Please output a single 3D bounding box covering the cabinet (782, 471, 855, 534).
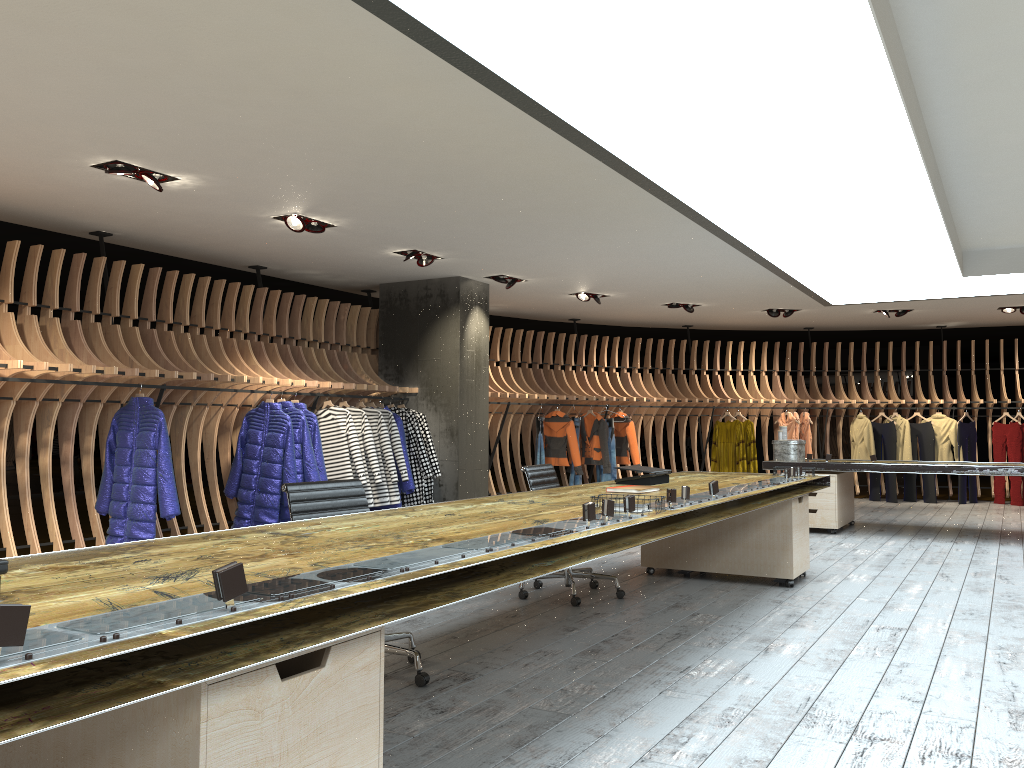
[{"bbox_3d":[3.440,1.299,9.947,0.593,0.631,1.131,-2,-4,29],"label":"cabinet"}]

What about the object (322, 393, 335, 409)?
[{"bbox_3d":[-1.805,0.241,8.782,0.517,0.313,0.012,-2,-4,29],"label":"object"}]

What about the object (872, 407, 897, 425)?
[{"bbox_3d":[5.694,0.490,13.641,0.012,0.270,0.524,2,-3,-25],"label":"object"}]

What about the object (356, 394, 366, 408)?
[{"bbox_3d":[-1.560,0.263,9.215,0.517,0.313,0.012,-2,-4,29],"label":"object"}]

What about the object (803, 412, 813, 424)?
[{"bbox_3d":[4.524,0.487,13.699,0.012,0.270,0.524,1,-3,-5],"label":"object"}]

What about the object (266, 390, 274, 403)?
[{"bbox_3d":[-2.229,0.201,8.124,0.523,0.293,0.012,-2,-4,29],"label":"object"}]

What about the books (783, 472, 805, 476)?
[{"bbox_3d":[2.165,0.685,6.793,0.155,0.025,0.110,-1,-3,24],"label":"books"}]

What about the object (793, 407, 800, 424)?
[{"bbox_3d":[4.361,0.486,13.706,0.012,0.270,0.524,0,-3,-1],"label":"object"}]

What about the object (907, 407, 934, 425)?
[{"bbox_3d":[6.189,0.487,13.547,0.012,0.270,0.525,3,-4,-35],"label":"object"}]

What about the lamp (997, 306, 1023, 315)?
[{"bbox_3d":[6.927,-1.084,12.135,0.492,0.296,0.269,-1,-4,23],"label":"lamp"}]

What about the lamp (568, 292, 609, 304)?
[{"bbox_3d":[0.975,-1.153,11.152,0.492,0.296,0.269,3,-4,-41],"label":"lamp"}]

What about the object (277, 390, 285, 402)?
[{"bbox_3d":[-2.131,0.202,8.230,0.523,0.291,0.012,-2,-4,29],"label":"object"}]

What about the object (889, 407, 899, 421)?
[{"bbox_3d":[5.891,0.491,13.620,0.012,0.270,0.524,1,-3,-15],"label":"object"}]

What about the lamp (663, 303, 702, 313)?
[{"bbox_3d":[2.297,-1.107,12.025,0.492,0.293,0.269,2,-4,-28],"label":"lamp"}]

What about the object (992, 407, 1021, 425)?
[{"bbox_3d":[7.353,0.473,13.190,0.012,0.270,0.524,1,-3,-15],"label":"object"}]

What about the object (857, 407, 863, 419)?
[{"bbox_3d":[5.387,0.492,13.681,0.012,0.270,0.524,1,-3,-5],"label":"object"}]

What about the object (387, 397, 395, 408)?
[{"bbox_3d":[-1.299,0.297,9.682,0.516,0.317,0.012,-2,-4,29],"label":"object"}]

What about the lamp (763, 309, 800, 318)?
[{"bbox_3d":[3.806,-1.075,12.523,0.492,0.298,0.269,1,-3,-10],"label":"lamp"}]

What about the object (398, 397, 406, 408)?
[{"bbox_3d":[-1.209,0.304,9.847,0.517,0.313,0.012,-2,-4,29],"label":"object"}]

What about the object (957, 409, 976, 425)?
[{"bbox_3d":[6.854,0.478,13.375,0.525,0.270,0.012,2,-4,-35],"label":"object"}]

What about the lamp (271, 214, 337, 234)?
[{"bbox_3d":[-1.687,-1.361,7.222,0.269,0.286,0.492,-2,-4,29],"label":"lamp"}]

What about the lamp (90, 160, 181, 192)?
[{"bbox_3d":[-2.472,-1.428,5.836,0.269,0.294,0.492,-2,-4,29],"label":"lamp"}]

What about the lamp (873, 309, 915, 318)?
[{"bbox_3d":[5.395,-1.075,12.542,0.492,0.284,0.269,0,-3,10],"label":"lamp"}]

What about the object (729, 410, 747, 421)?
[{"bbox_3d":[3.470,0.481,13.587,0.012,0.270,0.525,2,-4,-30],"label":"object"}]

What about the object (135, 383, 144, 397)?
[{"bbox_3d":[-2.900,0.125,6.907,0.525,0.270,0.012,-1,-4,29],"label":"object"}]

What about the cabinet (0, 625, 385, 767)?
[{"bbox_3d":[-0.944,0.904,2.210,1.131,0.631,0.593,-2,-4,29],"label":"cabinet"}]

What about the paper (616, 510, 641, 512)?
[{"bbox_3d":[0.505,0.548,3.860,0.176,0.004,0.130,-2,-3,34],"label":"paper"}]

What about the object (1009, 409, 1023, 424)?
[{"bbox_3d":[7.504,0.470,13.120,0.012,0.270,0.524,0,-3,-1],"label":"object"}]

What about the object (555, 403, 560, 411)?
[{"bbox_3d":[0.627,0.401,12.253,0.525,0.270,0.012,-3,-5,44],"label":"object"}]

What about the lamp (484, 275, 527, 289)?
[{"bbox_3d":[-0.067,-1.218,9.960,0.269,0.292,0.492,-2,-4,36],"label":"lamp"}]

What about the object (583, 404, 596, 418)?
[{"bbox_3d":[1.111,0.422,12.595,0.012,0.270,0.525,3,-4,-40],"label":"object"}]

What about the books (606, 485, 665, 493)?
[{"bbox_3d":[0.711,0.603,5.090,0.213,0.026,0.365,-1,-3,30],"label":"books"}]

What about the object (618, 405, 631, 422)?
[{"bbox_3d":[1.571,0.435,12.882,0.012,0.270,0.525,2,-4,-30],"label":"object"}]

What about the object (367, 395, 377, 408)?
[{"bbox_3d":[-1.472,0.271,9.370,0.517,0.313,0.012,-2,-4,29],"label":"object"}]

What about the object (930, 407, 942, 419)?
[{"bbox_3d":[6.493,0.484,13.487,0.012,0.270,0.525,3,-4,-35],"label":"object"}]

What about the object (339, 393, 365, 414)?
[{"bbox_3d":[-1.689,0.251,8.987,0.517,0.313,0.012,-2,-4,29],"label":"object"}]

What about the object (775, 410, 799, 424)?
[{"bbox_3d":[4.242,0.485,13.696,0.012,0.270,0.524,2,-3,-25],"label":"object"}]

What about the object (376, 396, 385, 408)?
[{"bbox_3d":[-1.425,0.261,9.573,0.525,0.270,0.012,-1,-4,29],"label":"object"}]

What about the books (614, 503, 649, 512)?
[{"bbox_3d":[0.508,0.535,3.855,0.155,0.025,0.110,-1,-3,24],"label":"books"}]

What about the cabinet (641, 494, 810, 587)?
[{"bbox_3d":[1.616,1.135,6.733,1.131,0.631,0.593,-2,-4,29],"label":"cabinet"}]

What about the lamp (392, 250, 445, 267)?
[{"bbox_3d":[-0.903,-1.287,8.606,0.269,0.292,0.492,-2,-4,29],"label":"lamp"}]

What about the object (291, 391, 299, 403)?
[{"bbox_3d":[-2.057,0.201,8.394,0.525,0.270,0.012,-1,-4,29],"label":"object"}]

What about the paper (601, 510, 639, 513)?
[{"bbox_3d":[0.491,0.552,3.863,0.176,0.003,0.130,-1,-3,28],"label":"paper"}]

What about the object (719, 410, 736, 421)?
[{"bbox_3d":[3.293,0.478,13.541,0.012,0.270,0.525,2,-4,-30],"label":"object"}]

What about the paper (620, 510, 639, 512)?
[{"bbox_3d":[0.505,0.547,3.860,0.176,0.004,0.130,-2,-3,36],"label":"paper"}]
